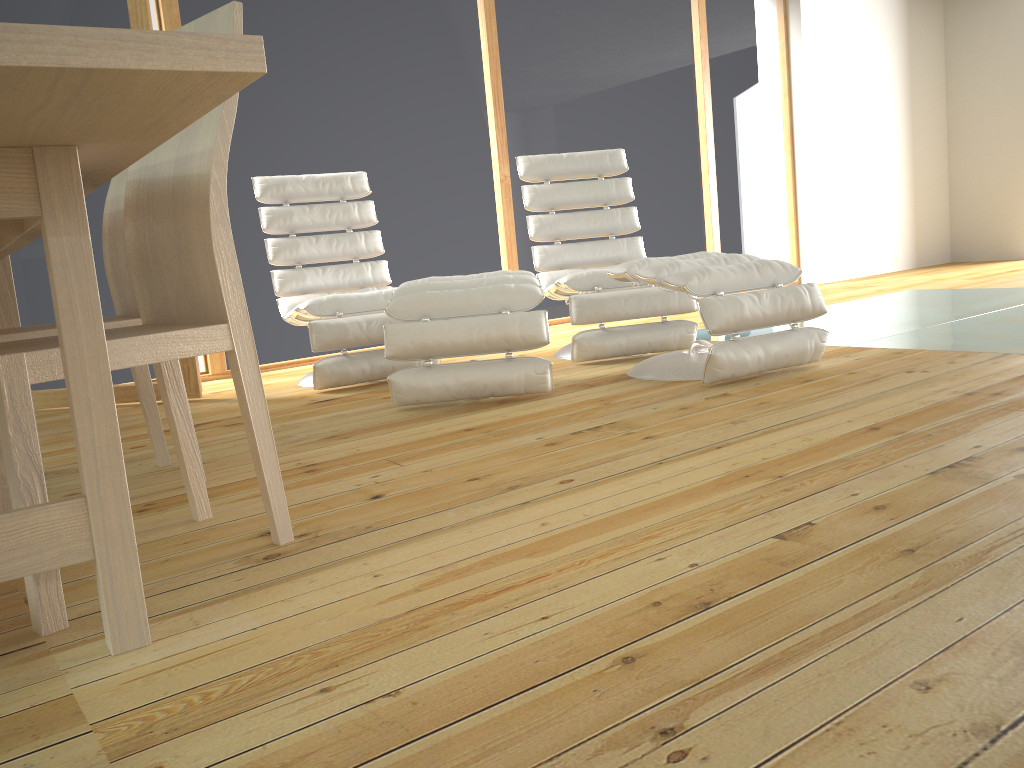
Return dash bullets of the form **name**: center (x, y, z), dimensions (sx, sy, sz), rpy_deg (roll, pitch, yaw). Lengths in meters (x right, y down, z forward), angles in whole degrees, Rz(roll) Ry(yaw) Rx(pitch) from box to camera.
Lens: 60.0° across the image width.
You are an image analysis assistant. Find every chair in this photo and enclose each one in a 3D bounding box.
- **chair**: center (-1.111, -0.221, 2.223), dimensions (0.507, 1.013, 0.405), rpy_deg (-11, 9, -36)
- **chair**: center (-0.768, -0.514, 4.052), dimensions (0.570, 0.965, 0.916), rpy_deg (-9, 9, -25)
- **chair**: center (0.417, -0.637, 4.133), dimensions (0.570, 0.965, 0.917), rpy_deg (-7, 8, -10)
- **chair**: center (-0.747, -0.162, 1.623), dimensions (0.404, 1.013, 0.508), rpy_deg (2, 10, 43)

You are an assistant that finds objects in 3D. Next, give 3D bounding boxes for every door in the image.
- **door**: center (-1.882, -1.105, 3.701), dimensions (0.934, 2.409, 0.163), rpy_deg (-4, 7, 9)

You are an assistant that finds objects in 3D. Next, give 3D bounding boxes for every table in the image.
- **table**: center (-1.391, 0.027, 1.641), dimensions (1.203, 0.753, 2.504), rpy_deg (-11, 10, -32)

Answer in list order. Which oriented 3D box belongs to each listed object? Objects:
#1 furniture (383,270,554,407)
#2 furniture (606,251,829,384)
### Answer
- **furniture**: center (-0.159, -0.192, 3.341), dimensions (0.569, 0.438, 0.689), rpy_deg (-5, 8, 0)
- **furniture**: center (0.729, -0.270, 3.316), dimensions (0.571, 0.438, 0.687), rpy_deg (-10, 9, -29)
